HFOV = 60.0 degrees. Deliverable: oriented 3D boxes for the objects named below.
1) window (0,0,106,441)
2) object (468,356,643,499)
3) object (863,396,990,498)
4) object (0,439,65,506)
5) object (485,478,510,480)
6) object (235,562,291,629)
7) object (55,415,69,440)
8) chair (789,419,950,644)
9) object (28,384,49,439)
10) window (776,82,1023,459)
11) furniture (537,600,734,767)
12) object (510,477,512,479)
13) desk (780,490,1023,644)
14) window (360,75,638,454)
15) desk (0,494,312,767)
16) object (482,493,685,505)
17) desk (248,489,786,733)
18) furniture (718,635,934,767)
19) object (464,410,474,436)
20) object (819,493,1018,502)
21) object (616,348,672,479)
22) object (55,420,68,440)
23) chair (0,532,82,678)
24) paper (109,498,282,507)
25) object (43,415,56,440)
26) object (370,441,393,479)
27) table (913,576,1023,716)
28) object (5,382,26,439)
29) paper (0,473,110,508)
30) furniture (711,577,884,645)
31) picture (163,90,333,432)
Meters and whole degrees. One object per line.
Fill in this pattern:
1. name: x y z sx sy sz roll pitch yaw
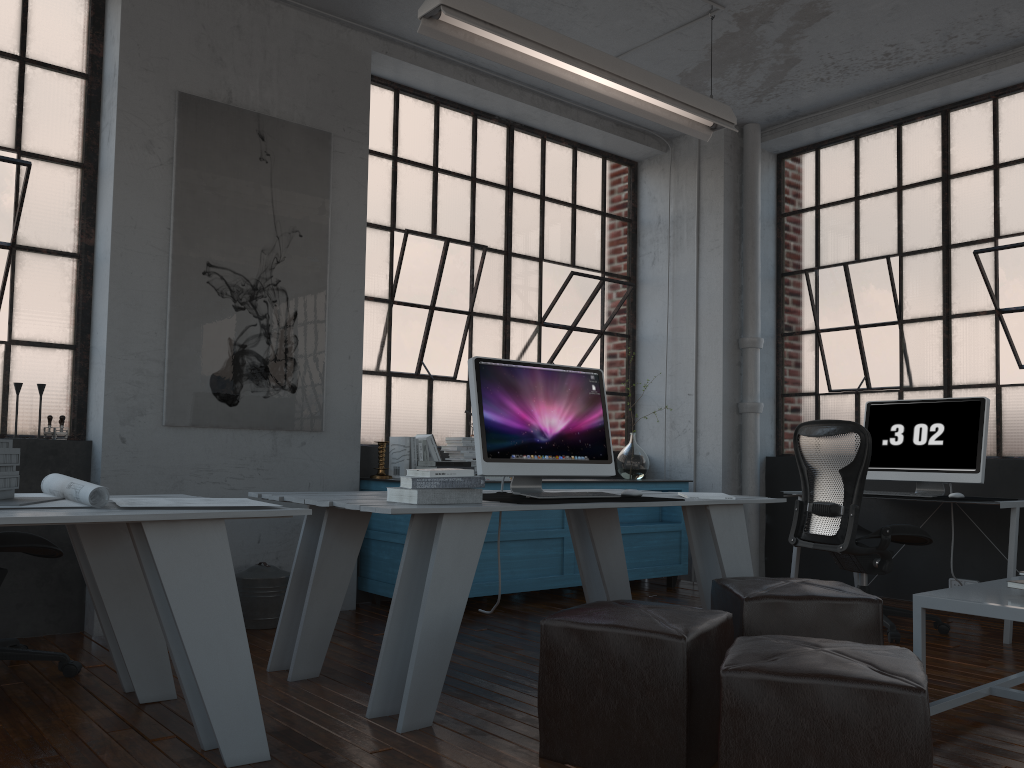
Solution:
1. window: -3.056 -0.933 3.606 2.593 2.387 0.670 4 -5 -39
2. object: 0.181 0.181 3.630 0.715 0.552 0.377 4 -5 -38
3. object: 2.277 0.355 5.015 0.377 0.552 0.715 4 -5 -37
4. object: -1.565 0.248 2.558 0.416 0.182 0.390 2 -4 -9
5. object: -0.165 0.557 5.205 0.253 0.014 0.187 5 -6 -39
6. object: -1.244 1.042 4.413 0.293 0.307 0.293 2 -4 -11
7. object: -2.114 0.205 4.164 0.058 0.117 0.032 3 -4 -25
8. chair: 1.833 0.741 4.711 0.793 1.084 0.771 4 -5 -35
9. object: -2.202 0.129 4.136 0.085 0.259 0.085 0 -3 14
10. window: 2.781 -0.652 5.668 0.670 2.387 2.593 4 -5 -39
11. furniture: 0.377 0.884 2.624 0.480 0.438 0.480 -1 -5 29
12. object: 0.001 0.549 5.497 0.088 0.084 0.088 4 -5 -35
13. desk: 2.321 0.976 5.027 0.934 0.687 1.227 4 -6 -39
14. window: -0.033 -0.672 6.074 2.593 2.387 0.670 4 -5 -39
15. desk: -1.706 0.663 2.270 2.058 0.696 1.065 5 -6 -39
16. object: 0.176 0.463 3.611 0.849 0.008 0.688 5 -6 -38
17. desk: 0.089 0.821 3.736 2.079 0.703 1.076 5 -6 -39
18. furniture: 0.747 0.855 2.135 0.471 0.430 0.471 0 -4 19
19. object: -0.199 0.242 5.442 0.177 0.161 0.093 0 -4 19
20. object: 2.269 0.637 4.999 0.688 0.008 0.849 5 -6 -38
21. object: 0.938 0.198 6.176 0.434 0.938 0.232 -1 -4 32
22. object: -2.150 0.217 4.229 0.058 0.101 0.032 1 -3 -4
23. chair: -2.056 0.550 3.289 0.770 1.084 0.794 0 -4 20
24. paper: -0.961 0.354 2.658 0.429 0.001 0.485 4 -5 -28
25. object: -2.182 0.205 4.182 0.058 0.117 0.032 0 -3 12
26. object: -0.750 0.428 5.102 0.132 0.236 0.132 0 -4 17
27. table: 1.962 0.898 2.744 0.992 0.444 0.973 5 -6 -39
28. object: -2.284 0.124 4.089 0.085 0.259 0.085 0 -3 14
29. paper: -1.734 0.294 2.503 1.076 0.105 0.976 5 -6 -39
30. furniture: 0.981 0.926 3.120 0.503 0.460 0.504 1 -4 -1
31. picture: -1.335 -0.593 4.581 0.854 1.648 0.025 4 -4 -39
